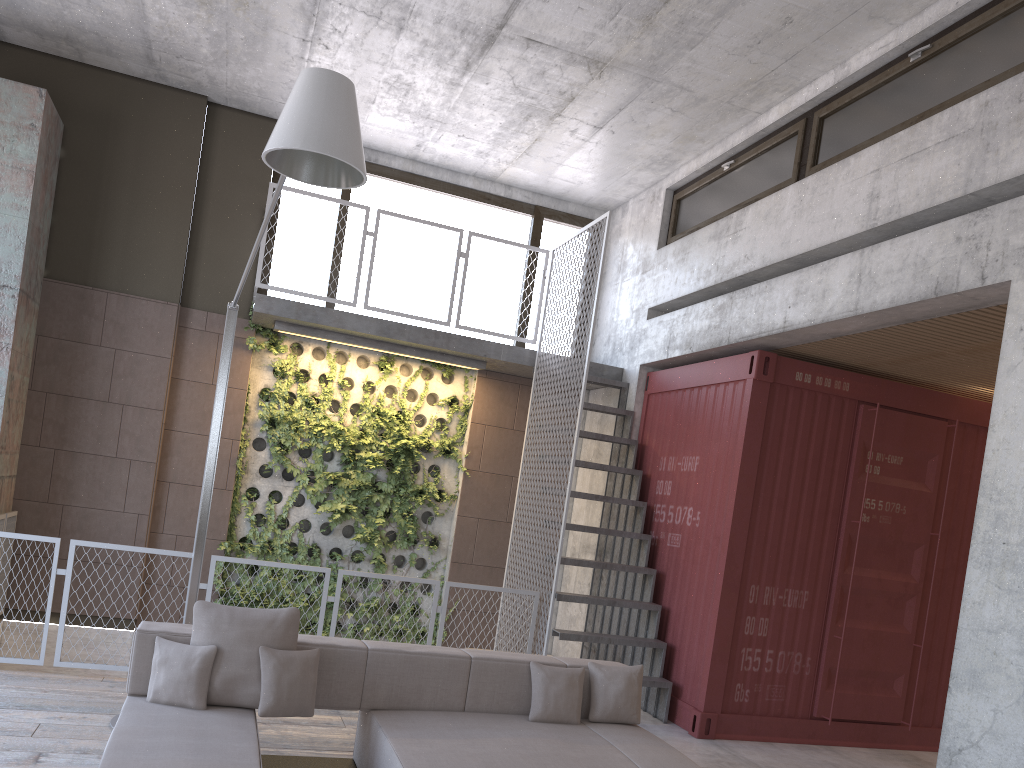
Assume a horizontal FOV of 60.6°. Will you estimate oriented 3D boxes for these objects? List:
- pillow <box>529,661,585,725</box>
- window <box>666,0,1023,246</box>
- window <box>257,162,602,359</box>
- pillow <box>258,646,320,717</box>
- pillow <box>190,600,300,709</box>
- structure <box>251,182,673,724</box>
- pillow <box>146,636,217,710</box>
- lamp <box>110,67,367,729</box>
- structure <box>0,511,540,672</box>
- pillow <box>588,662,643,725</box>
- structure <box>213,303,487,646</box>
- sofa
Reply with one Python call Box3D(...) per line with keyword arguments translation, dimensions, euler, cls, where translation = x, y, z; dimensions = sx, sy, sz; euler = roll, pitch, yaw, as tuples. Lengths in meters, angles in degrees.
Box3D(translation=(0.274, 1.882, 5.304), dimensions=(0.373, 0.358, 0.186), euler=(9, -1, -18), cls="pillow")
Box3D(translation=(2.847, -1.937, 4.636), dimensions=(0.114, 0.603, 8.444), euler=(8, -7, -17), cls="window")
Box3D(translation=(-0.803, -1.266, 9.369), dimensions=(3.591, 1.747, 0.109), euler=(10, 0, -18), cls="window")
Box3D(translation=(-1.190, 1.594, 4.688), dimensions=(0.382, 0.371, 0.167), euler=(12, -3, -44), cls="pillow")
Box3D(translation=(-1.450, 1.454, 4.703), dimensions=(0.567, 0.556, 0.220), euler=(9, 0, -16), cls="pillow")
Box3D(translation=(-0.629, 0.636, 8.098), dimensions=(3.709, 4.305, 3.027), euler=(9, -2, -18), cls="structure")
Box3D(translation=(-1.735, 1.525, 4.583), dimensions=(0.367, 0.376, 0.152), euler=(7, 0, 15), cls="pillow")
Box3D(translation=(-1.457, 0.465, 4.812), dimensions=(0.763, 3.416, 2.612), euler=(8, -2, -30), cls="lamp")
Box3D(translation=(-2.204, 1.933, 7.759), dimensions=(4.459, 0.931, 1.927), euler=(11, -6, -18), cls="structure")
Box3D(translation=(0.643, 1.918, 5.447), dimensions=(0.364, 0.366, 0.187), euler=(9, -1, -13), cls="pillow")
Box3D(translation=(-1.612, 1.185, 8.983), dimensions=(2.645, 3.814, 0.998), euler=(9, 0, -18), cls="structure")
Box3D(translation=(-0.286, 1.847, 3.998), dimensions=(3.018, 0.782, 3.013), euler=(10, -7, -17), cls="sofa")
